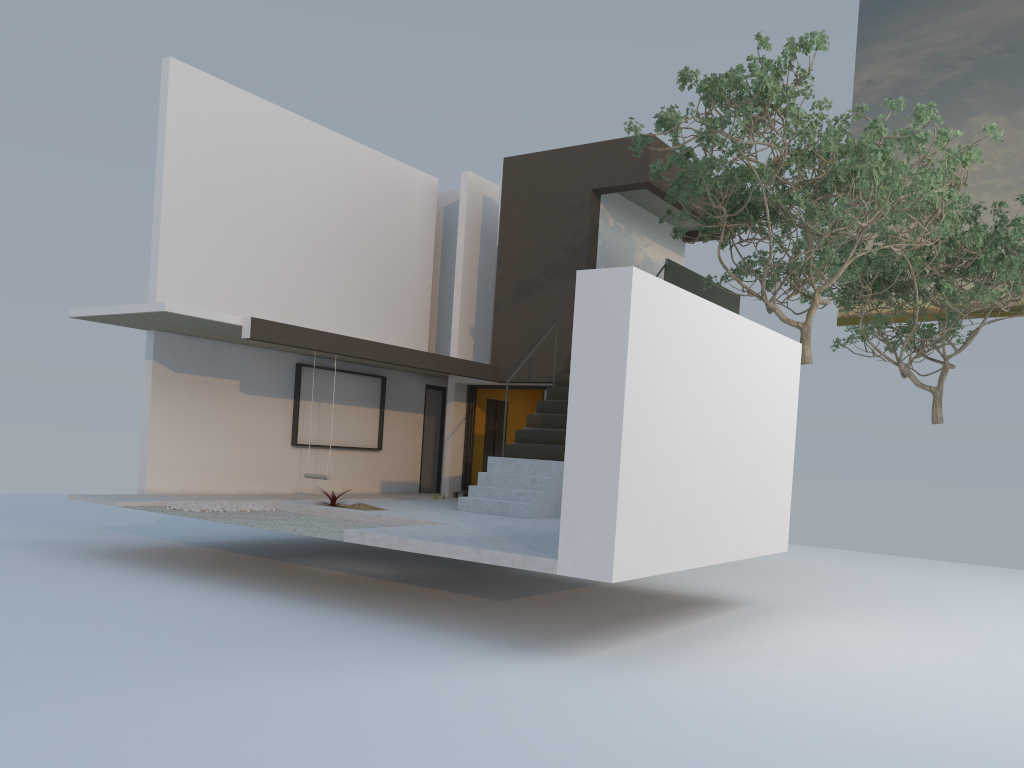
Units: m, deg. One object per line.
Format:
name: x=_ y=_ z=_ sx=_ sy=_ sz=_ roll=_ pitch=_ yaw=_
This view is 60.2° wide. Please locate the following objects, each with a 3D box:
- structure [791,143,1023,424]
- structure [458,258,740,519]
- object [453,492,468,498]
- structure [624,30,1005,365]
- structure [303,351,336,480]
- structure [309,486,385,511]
structure: x=8.143 y=-1.587 z=16.917 sx=5.501 sy=4.707 sz=7.320 roll=3 pitch=-3 yaw=15
structure: x=1.743 y=0.018 z=13.897 sx=1.155 sy=3.949 sz=6.571 roll=4 pitch=-2 yaw=35
object: x=-0.655 y=1.986 z=15.636 sx=0.701 sy=0.101 sz=0.351 roll=1 pitch=-5 yaw=35
structure: x=3.915 y=-2.123 z=11.830 sx=4.328 sy=3.703 sz=5.760 roll=3 pitch=-3 yaw=15
structure: x=-2.643 y=0.392 z=12.280 sx=0.460 sy=1.869 sz=0.129 roll=4 pitch=1 yaw=35
structure: x=-2.083 y=1.473 z=11.106 sx=1.201 sy=0.292 sz=0.749 roll=1 pitch=-5 yaw=35
